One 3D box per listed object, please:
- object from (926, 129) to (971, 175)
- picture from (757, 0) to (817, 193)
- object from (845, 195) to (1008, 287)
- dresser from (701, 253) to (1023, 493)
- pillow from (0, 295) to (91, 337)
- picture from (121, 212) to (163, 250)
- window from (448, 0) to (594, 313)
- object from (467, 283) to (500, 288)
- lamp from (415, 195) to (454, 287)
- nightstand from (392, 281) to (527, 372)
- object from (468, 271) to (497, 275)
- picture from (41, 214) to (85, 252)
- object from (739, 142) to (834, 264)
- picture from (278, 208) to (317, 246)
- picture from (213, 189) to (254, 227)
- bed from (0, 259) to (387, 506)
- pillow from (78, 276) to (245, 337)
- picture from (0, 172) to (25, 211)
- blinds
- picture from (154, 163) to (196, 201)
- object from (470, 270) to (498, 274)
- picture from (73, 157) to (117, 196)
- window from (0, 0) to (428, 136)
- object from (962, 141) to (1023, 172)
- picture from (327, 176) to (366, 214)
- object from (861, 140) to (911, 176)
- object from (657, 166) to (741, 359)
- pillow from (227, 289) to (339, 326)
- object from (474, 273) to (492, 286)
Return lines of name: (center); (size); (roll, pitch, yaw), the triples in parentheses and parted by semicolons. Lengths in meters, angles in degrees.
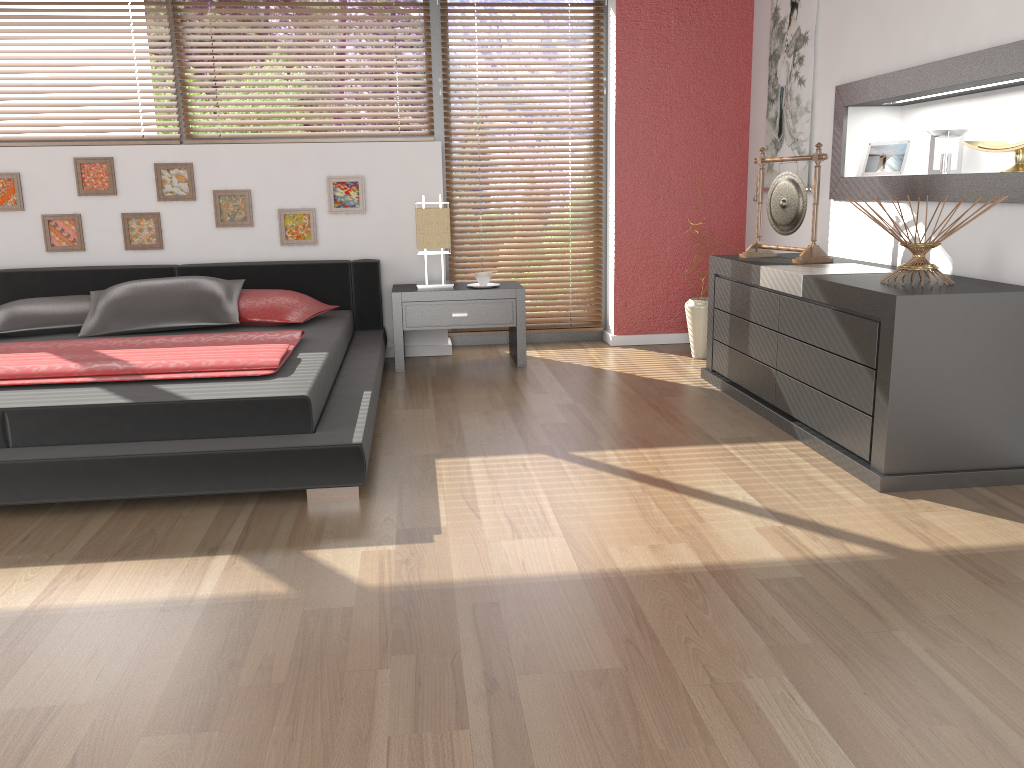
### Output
object: (1.726, -0.919, 3.522); (0.159, 0.171, 0.159); (10, 17, 42)
picture: (1.427, -1.633, 4.553); (0.028, 1.270, 0.701); (-2, 12, -6)
object: (1.341, -0.473, 2.914); (0.481, 0.282, 0.481); (-11, 16, -39)
dresser: (1.300, -0.157, 3.543); (0.540, 0.608, 1.740); (-2, 12, -6)
pillow: (-2.197, -0.334, 4.309); (0.745, 0.172, 0.418); (-8, 14, -30)
picture: (-2.009, -0.830, 4.820); (0.200, 0.200, 0.010); (-2, 12, -6)
window: (0.071, -1.342, 5.310); (0.889, 1.893, 0.020); (-2, 12, -6)
object: (-0.154, -0.531, 4.787); (0.179, 0.012, 0.179); (3, 13, 18)
lamp: (-0.426, -0.779, 4.801); (0.200, 0.480, 0.200); (-2, 12, -6)
nightstand: (-0.295, -0.325, 4.873); (0.700, 0.423, 0.413); (-2, 12, -6)
object: (-0.157, -0.596, 4.756); (0.192, 0.007, 0.007); (-10, 15, -36)
picture: (-2.417, -0.813, 4.777); (0.200, 0.200, 0.010); (-2, 12, -6)
object: (1.211, -0.798, 3.908); (0.173, 0.498, 0.490); (-6, 13, -21)
picture: (-1.185, -0.869, 4.906); (0.200, 0.200, 0.010); (-2, 12, -6)
picture: (-1.524, -0.960, 4.847); (0.200, 0.200, 0.010); (-2, 12, -6)
bed: (-1.807, -0.120, 3.715); (2.469, 0.577, 2.413); (-2, 12, -6)
pillow: (-1.680, -0.388, 4.268); (0.744, 0.241, 0.386); (-3, 13, -10)
picture: (-2.704, -1.017, 4.700); (0.200, 0.200, 0.010); (-2, 12, -6)
blinds: (-1.860, -1.211, 5.048); (4.840, 1.952, 0.032); (-2, 12, -6)
picture: (-1.818, -1.090, 4.785); (0.200, 0.200, 0.010); (-2, 12, -6)
object: (-0.152, -0.601, 4.778); (0.192, 0.007, 0.007); (-12, 16, -41)
picture: (-2.224, -1.107, 4.735); (0.200, 0.200, 0.010); (-2, 12, -6)
window: (-1.875, -1.791, 4.991); (2.817, 0.786, 0.020); (-2, 12, -6)
object: (1.761, -0.791, 3.072); (0.181, 0.116, 0.350); (-5, 13, -16)
picture: (-0.914, -1.045, 4.898); (0.200, 0.200, 0.010); (-2, 12, -6)
object: (1.647, -0.995, 3.913); (0.041, 0.146, 0.226); (-7, 14, -26)
object: (0.990, -0.652, 4.825); (0.422, 1.035, 0.364); (-8, 14, -30)
pillow: (-1.297, -0.384, 4.456); (0.745, 0.172, 0.418); (2, 13, 13)
object: (-0.155, -0.563, 4.780); (0.099, 0.069, 0.099); (3, 13, 18)
